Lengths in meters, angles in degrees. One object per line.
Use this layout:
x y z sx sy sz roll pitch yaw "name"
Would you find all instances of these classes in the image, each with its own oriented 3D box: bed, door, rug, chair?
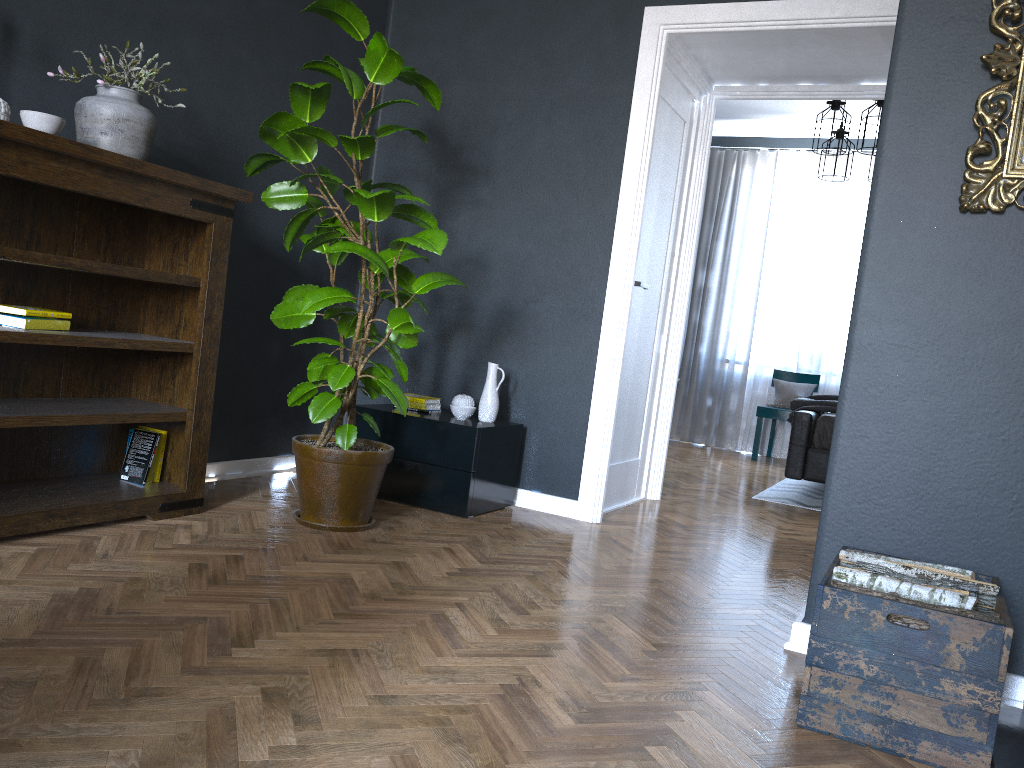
3.090 0.298 5.754 2.373 1.163 2.265 9 3 26 "bed"
0.655 -0.466 4.409 0.161 2.189 0.857 9 4 26 "door"
2.544 0.802 5.984 1.457 0.013 2.045 9 3 26 "rug"
2.387 0.286 7.713 0.435 0.799 0.592 9 4 26 "chair"

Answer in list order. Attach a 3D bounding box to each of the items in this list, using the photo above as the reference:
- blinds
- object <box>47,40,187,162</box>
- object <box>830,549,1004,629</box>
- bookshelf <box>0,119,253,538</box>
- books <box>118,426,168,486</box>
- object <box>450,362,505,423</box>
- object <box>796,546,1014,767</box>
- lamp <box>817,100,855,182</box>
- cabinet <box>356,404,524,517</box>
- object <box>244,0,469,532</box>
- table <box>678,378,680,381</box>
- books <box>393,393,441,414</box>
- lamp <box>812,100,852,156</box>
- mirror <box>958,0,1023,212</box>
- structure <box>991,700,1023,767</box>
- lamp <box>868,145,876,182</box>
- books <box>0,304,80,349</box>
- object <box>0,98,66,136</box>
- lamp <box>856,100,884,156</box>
3.191 -0.624 7.777 3.988 2.792 0.312 9 4 26 "blinds"
-1.276 -0.919 2.854 0.385 0.413 0.275 8 4 4 "object"
0.954 0.555 2.119 0.369 0.247 0.533 9 4 26 "object"
-1.615 -0.141 2.432 0.450 1.173 1.918 9 4 26 "bookshelf"
-1.337 0.260 3.215 0.179 0.193 0.122 9 4 29 "books"
-0.187 0.025 3.984 0.229 0.268 0.228 5 4 -31 "object"
0.940 0.630 2.125 0.383 0.326 0.552 9 4 26 "object"
2.353 -1.866 6.321 0.210 0.805 0.210 10 5 39 "lamp"
-0.359 0.332 4.033 0.649 0.390 0.456 9 4 26 "cabinet"
-0.634 -0.424 3.360 1.117 1.901 0.763 9 4 19 "object"
1.204 0.046 7.850 0.593 0.961 0.731 10 5 39 "table"
-0.442 0.088 4.108 0.214 0.066 0.162 9 3 21 "books"
2.187 -1.920 5.969 0.210 0.715 0.210 10 5 39 "lamp"
1.685 -0.766 2.076 1.055 0.785 0.067 9 4 26 "mirror"
1.598 0.417 1.716 1.064 0.982 0.834 9 4 26 "structure"
2.768 -1.849 6.463 0.210 0.748 0.210 10 5 39 "lamp"
-1.484 -0.179 2.764 0.174 0.113 0.197 8 3 15 "books"
-1.425 -0.767 2.553 0.255 0.104 0.118 7 3 -9 "object"
2.339 -1.847 5.574 0.210 0.770 0.210 10 5 39 "lamp"
